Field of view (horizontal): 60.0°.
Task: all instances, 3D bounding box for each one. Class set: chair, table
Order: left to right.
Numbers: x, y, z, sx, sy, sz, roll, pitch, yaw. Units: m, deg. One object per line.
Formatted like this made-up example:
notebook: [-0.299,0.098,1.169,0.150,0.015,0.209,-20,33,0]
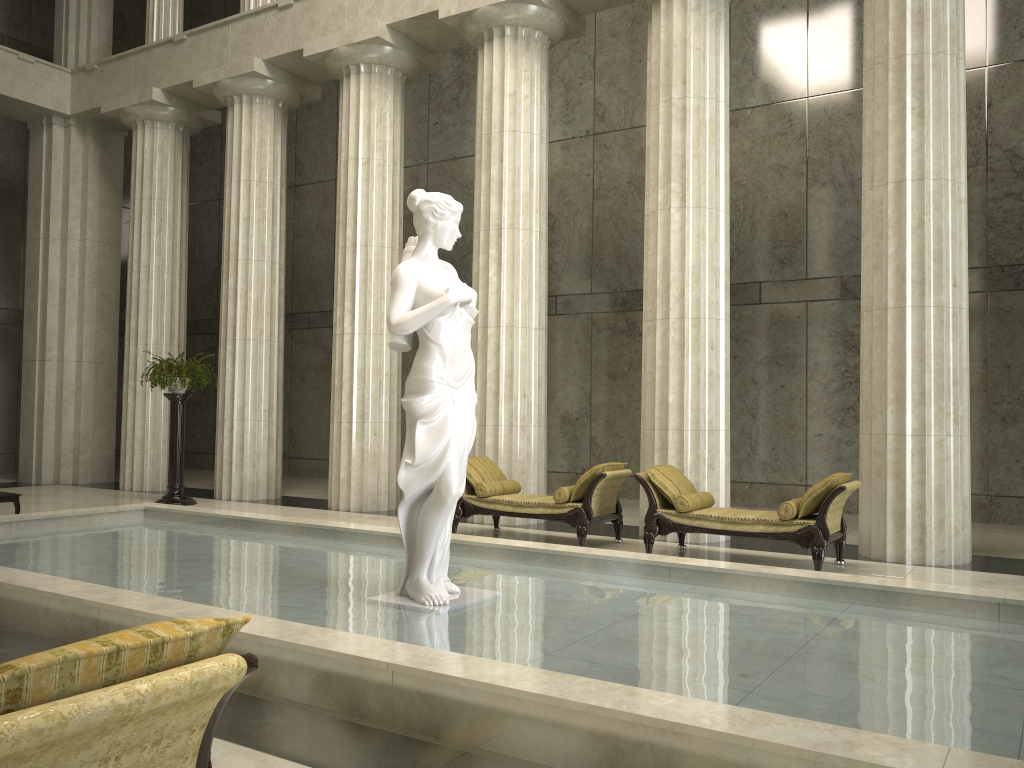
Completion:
chair: [-1.747,1.064,2.506,2.172,0.950,0.993,0,-2,32]
table: [-6.279,1.477,9.860,1.123,0.494,1.134,0,-2,31]
chair: [0.280,1.360,10.385,2.172,0.950,0.993,0,-2,32]
chair: [2.371,1.346,9.074,2.172,0.950,0.993,0,-2,32]

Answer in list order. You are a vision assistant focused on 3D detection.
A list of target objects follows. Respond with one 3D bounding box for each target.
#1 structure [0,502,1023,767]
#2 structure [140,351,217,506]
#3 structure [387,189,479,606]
structure: [-0.564,1.616,6.300,11.573,0.508,3.754,0,-2,32]
structure: [-5.233,0.681,13.864,1.159,2.386,1.053,-1,-2,37]
structure: [-0.535,0.163,6.313,0.729,3.044,0.940,0,-2,27]
